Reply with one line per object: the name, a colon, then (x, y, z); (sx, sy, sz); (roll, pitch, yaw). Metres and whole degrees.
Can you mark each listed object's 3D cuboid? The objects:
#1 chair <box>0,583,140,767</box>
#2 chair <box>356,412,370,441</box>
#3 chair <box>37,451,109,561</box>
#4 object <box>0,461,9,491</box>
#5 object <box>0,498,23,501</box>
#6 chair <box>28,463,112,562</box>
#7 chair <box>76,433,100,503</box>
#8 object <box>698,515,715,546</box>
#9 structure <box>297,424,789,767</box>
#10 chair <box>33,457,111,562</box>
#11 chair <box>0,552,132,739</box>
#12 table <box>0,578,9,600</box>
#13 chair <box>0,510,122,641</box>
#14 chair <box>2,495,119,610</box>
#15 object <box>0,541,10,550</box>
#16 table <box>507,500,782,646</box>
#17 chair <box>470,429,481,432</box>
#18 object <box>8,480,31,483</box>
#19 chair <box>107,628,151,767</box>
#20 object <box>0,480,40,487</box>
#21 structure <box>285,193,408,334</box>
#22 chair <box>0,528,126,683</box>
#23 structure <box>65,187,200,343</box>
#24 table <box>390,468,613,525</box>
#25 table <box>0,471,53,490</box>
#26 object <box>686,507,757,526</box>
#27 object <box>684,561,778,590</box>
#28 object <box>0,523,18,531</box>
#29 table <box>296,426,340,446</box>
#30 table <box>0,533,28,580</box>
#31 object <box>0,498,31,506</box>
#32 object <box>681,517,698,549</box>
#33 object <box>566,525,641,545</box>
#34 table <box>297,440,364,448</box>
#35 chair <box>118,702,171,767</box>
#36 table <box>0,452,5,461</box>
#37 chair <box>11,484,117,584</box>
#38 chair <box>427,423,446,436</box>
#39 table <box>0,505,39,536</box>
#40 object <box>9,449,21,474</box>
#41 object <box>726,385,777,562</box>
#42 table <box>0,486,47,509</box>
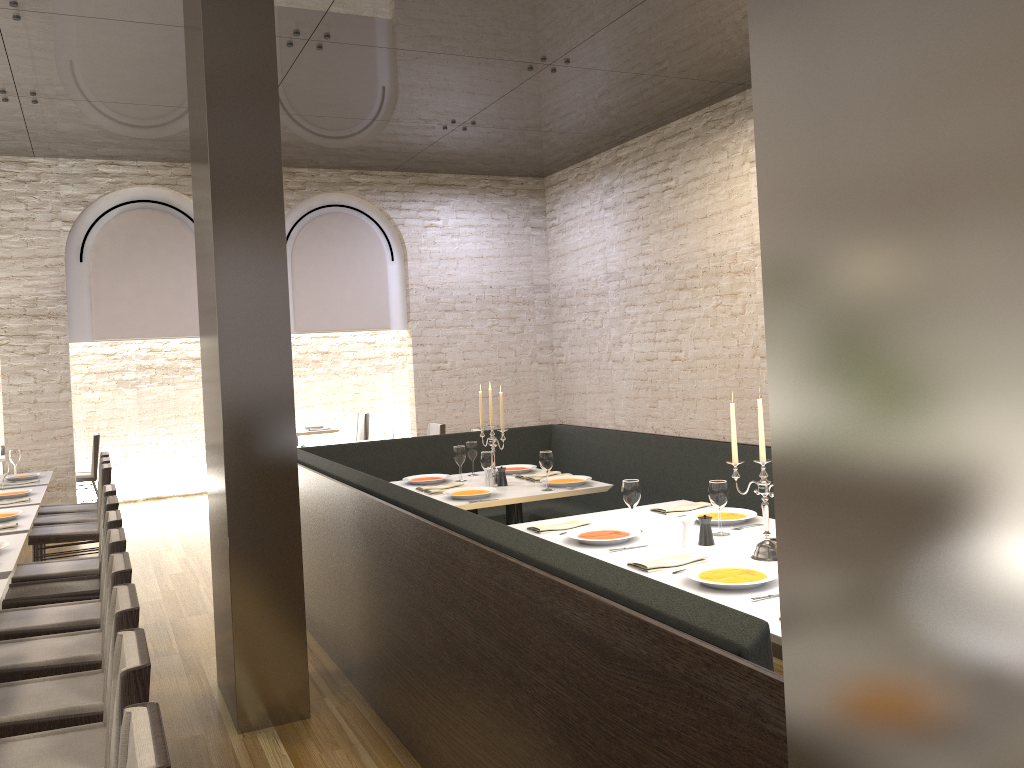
chair: (-1.386, 1.119, 2.623); (0.566, 0.906, 0.411); (-3, 0, -25)
chair: (-2.106, 0.839, 11.305); (0.566, 0.906, 0.411); (-3, 0, -25)
chair: (-3.700, 1.062, 7.521); (0.566, 0.906, 0.411); (-3, 0, -25)
object: (-3.696, 0.679, 6.430); (0.086, 0.231, 0.086); (-3, 0, 5)
object: (-3.438, 0.786, 6.045); (0.181, 0.015, 0.038); (-4, 2, -24)
chair: (-3.214, 1.074, 6.492); (0.566, 0.906, 0.411); (-3, 0, -25)
chair: (-4.918, 1.036, 9.971); (0.566, 0.906, 0.411); (-3, 0, -25)
object: (0.796, 0.601, 3.643); (0.069, 0.126, 0.069); (-3, 0, -32)
structure: (1.659, 0.937, 1.905); (2.374, 1.001, 10.742); (-4, 2, -25)
chair: (-3.454, 1.068, 6.999); (0.566, 0.906, 0.411); (-3, 0, -25)
chair: (-1.626, 1.113, 3.133); (0.566, 0.906, 0.411); (-3, 0, -25)
table: (-2.283, 1.224, 3.033); (0.937, 0.760, 1.010); (-4, 1, -25)
chair: (-2.122, 1.101, 4.182); (0.566, 0.906, 0.411); (-3, 0, -25)
chair: (-2.374, 1.095, 4.715); (0.566, 0.906, 0.411); (-3, 0, -25)
object: (-2.563, 0.800, 4.205); (0.321, 0.036, 0.322); (-1, 3, 43)
table: (0.975, 1.042, 3.319); (1.101, 0.760, 2.537); (-4, 2, -25)
chair: (-0.471, 0.880, 7.846); (0.566, 0.906, 0.411); (-3, 0, -25)
object: (-3.925, 0.774, 7.076); (0.181, 0.015, 0.038); (-4, 2, -24)
chair: (-1.146, 1.125, 2.116); (0.566, 0.906, 0.411); (-3, 0, -25)
object: (-3.846, 0.775, 6.918); (0.273, 0.033, 0.142); (-4, 2, -25)
structure: (-2.069, -1.455, 10.615); (1.635, 1.675, 0.097); (-3, 0, -25)
chair: (-1.879, 1.107, 3.668); (0.566, 0.906, 0.411); (-3, 0, -25)
structure: (-3.983, -1.321, 9.708); (1.635, 1.675, 0.097); (-3, 0, -25)
table: (-0.117, 1.015, 5.630); (1.101, 0.760, 1.187); (-4, 2, -25)
table: (-4.219, 1.176, 7.130); (0.937, 0.760, 1.010); (-4, 1, -25)
object: (0.969, 0.618, 4.096); (0.322, 0.036, 0.321); (-4, 2, -30)
object: (0.758, 0.667, 3.057); (0.321, 0.036, 0.322); (-3, 2, -6)
object: (-2.888, 0.799, 4.890); (0.273, 0.033, 0.142); (-4, 2, -25)
table: (-2.707, 0.953, 11.023); (0.937, 0.760, 1.010); (-4, 1, -25)
table: (-2.783, 1.212, 4.092); (0.937, 0.760, 1.010); (-4, 1, -25)
object: (-3.359, 0.787, 5.887); (0.273, 0.033, 0.142); (-4, 2, -25)
object: (0.721, 0.606, 3.611); (0.069, 0.126, 0.069); (-3, 0, -32)
object: (0.395, 0.658, 3.826); (0.322, 0.036, 0.321); (-4, 2, -30)
table: (-1.540, 0.982, 8.564); (0.937, 0.760, 1.010); (-4, 1, -25)
chair: (-0.892, 1.132, 1.579); (0.566, 0.906, 0.411); (-3, 0, -25)
table: (-5.506, 1.150, 9.696); (0.937, 0.760, 1.010); (-4, 1, -25)
chair: (-2.612, 1.089, 5.219); (0.566, 0.906, 0.411); (-3, 0, -25)
chair: (-0.956, 0.868, 8.872); (0.566, 0.906, 0.411); (-3, 0, -25)
table: (-3.261, 1.200, 5.102); (0.937, 0.760, 1.010); (-4, 1, -25)
object: (-4.178, 0.667, 7.449); (0.086, 0.231, 0.086); (-3, 0, 5)
object: (0.956, 0.332, 3.369); (0.131, 0.657, 0.390); (-3, 0, -14)
table: (-3.732, 1.188, 6.100); (0.937, 0.760, 1.010); (-4, 1, -25)
